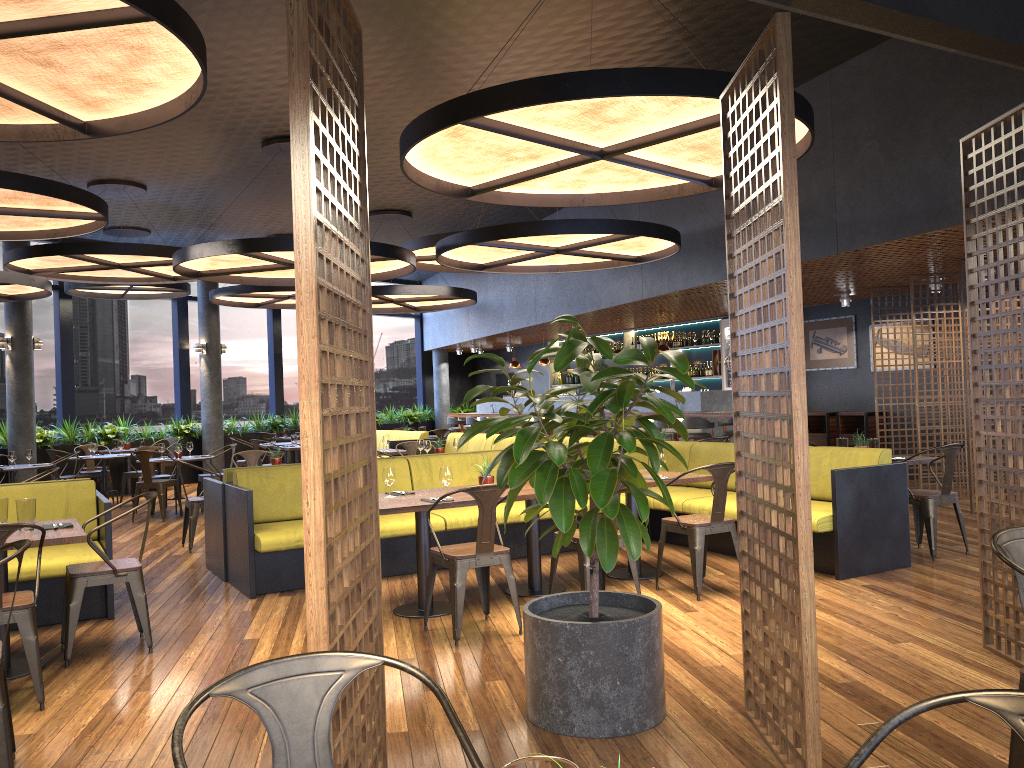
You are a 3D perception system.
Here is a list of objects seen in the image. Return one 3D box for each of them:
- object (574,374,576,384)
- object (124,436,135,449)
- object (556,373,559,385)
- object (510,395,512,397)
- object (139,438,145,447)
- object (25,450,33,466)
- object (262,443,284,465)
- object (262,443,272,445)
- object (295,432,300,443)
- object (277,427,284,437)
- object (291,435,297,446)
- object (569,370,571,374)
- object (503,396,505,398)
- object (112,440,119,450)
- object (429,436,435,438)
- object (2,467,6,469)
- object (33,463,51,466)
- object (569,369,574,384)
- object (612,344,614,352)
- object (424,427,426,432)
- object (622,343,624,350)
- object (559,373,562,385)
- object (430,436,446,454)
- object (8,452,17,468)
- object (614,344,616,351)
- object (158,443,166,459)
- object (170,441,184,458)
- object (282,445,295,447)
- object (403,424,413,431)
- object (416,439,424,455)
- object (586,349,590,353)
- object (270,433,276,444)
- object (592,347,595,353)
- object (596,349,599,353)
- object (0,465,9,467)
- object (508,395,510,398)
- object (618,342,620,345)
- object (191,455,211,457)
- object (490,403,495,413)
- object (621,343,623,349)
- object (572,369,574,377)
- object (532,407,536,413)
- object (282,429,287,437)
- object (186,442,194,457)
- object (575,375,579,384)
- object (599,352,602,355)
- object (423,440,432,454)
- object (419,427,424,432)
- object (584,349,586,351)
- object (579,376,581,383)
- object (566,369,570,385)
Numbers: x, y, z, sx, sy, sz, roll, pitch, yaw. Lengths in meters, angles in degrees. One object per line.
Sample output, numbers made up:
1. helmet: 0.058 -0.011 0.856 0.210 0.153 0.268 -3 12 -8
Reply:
1. object: 1.438 -0.166 19.964 0.094 0.340 0.094 -2 -1 -7
2. object: -6.662 0.998 15.374 0.260 0.271 0.238 -2 -1 -14
3. object: 1.067 -0.111 20.547 0.079 0.281 0.079 -2 -1 -11
4. object: -0.019 0.285 19.841 0.042 0.059 0.042 -2 -1 -32
5. object: -6.432 1.036 15.424 0.102 0.178 0.102 -1 -1 -38
6. object: -6.310 0.962 11.592 0.097 0.206 0.097 -1 -1 -40
7. object: -2.488 0.749 9.327 0.260 0.271 0.238 -2 -1 6
8. object: -4.201 1.030 15.250 0.157 0.019 0.255 -2 -1 -30
9. object: -3.724 0.935 15.428 0.102 0.178 0.102 -3 -1 36
10. object: -4.804 0.977 18.569 0.260 0.271 0.238 -2 -1 -28
11. object: -3.511 0.910 14.293 0.102 0.178 0.102 -2 -1 -24
12. object: 1.317 -0.159 20.136 0.094 0.340 0.094 -2 -1 6
13. object: -0.183 0.290 19.743 0.042 0.059 0.042 -2 -1 -32
14. object: -6.815 1.048 15.243 0.102 0.178 0.102 -3 -1 42
15. object: -1.482 0.935 15.660 0.255 0.019 0.157 -2 -1 -30
16. object: -6.429 1.052 11.056 0.157 0.019 0.255 -2 -1 13
17. object: -6.141 1.049 11.537 0.255 0.019 0.157 -2 -1 -31
18. object: 1.335 -0.162 19.936 0.094 0.340 0.094 -2 -1 -16
19. object: 2.157 -0.732 18.688 0.088 0.224 0.088 -2 -1 -35
20. object: -1.619 0.868 16.198 0.102 0.178 0.102 -2 -1 6
21. object: 2.302 -0.745 18.215 0.088 0.224 0.088 -2 -1 -15
22. object: 1.114 -0.114 20.469 0.079 0.281 0.079 -2 -1 -26
23. object: -0.822 0.699 10.110 0.238 0.271 0.260 -2 -1 -8
24. object: -6.278 0.954 11.139 0.097 0.206 0.097 -2 -1 -14
25. object: 2.152 -0.749 18.488 0.063 0.254 0.063 -2 -1 18
26. object: -4.747 0.910 12.018 0.097 0.206 0.097 -2 -1 12
27. object: -4.506 0.865 11.986 0.260 0.271 0.238 -2 -1 9
28. object: -3.565 0.989 14.127 0.157 0.019 0.255 -2 -1 -30
29. object: -1.881 0.826 15.820 0.238 0.271 0.260 -2 -1 -24
30. object: -1.061 0.746 10.286 0.097 0.206 0.097 -2 -1 -5
31. object: 1.658 -0.730 19.326 0.083 0.301 0.083 -2 -1 -22
32. object: -4.147 0.951 15.416 0.102 0.178 0.102 -3 -1 36
33. object: 1.758 -0.725 19.126 0.063 0.254 0.063 -3 -1 43
34. object: 1.840 -0.729 19.040 0.063 0.254 0.063 -3 -1 33
35. object: -6.675 1.069 11.575 0.255 0.019 0.157 -3 -1 39
36. object: -0.063 0.287 19.817 0.042 0.059 0.042 -2 -1 -32
37. object: 2.236 -0.752 18.521 0.063 0.254 0.063 -2 -1 -2
38. object: -4.251 0.987 12.115 0.255 0.019 0.157 -2 -1 -31
39. object: -0.427 0.514 18.895 0.114 0.203 0.069 -2 -1 18
40. object: 2.290 -0.739 18.368 0.068 0.217 0.068 -2 -1 -25
41. object: 1.375 -0.162 20.046 0.094 0.340 0.094 -2 -1 -24
42. object: 0.440 0.459 17.390 0.114 0.203 0.069 -2 -1 21
43. object: -4.681 1.015 18.283 0.102 0.178 0.102 -3 -1 42
44. object: -4.420 0.900 12.170 0.097 0.206 0.097 -3 -1 32
45. object: 1.448 -0.169 19.758 0.094 0.340 0.094 -2 -1 10
46. object: 1.885 -0.733 18.924 0.063 0.254 0.063 -2 -1 -12
47. object: -0.948 0.736 9.919 0.097 0.206 0.097 -2 -1 9
48. object: -1.608 0.861 15.773 0.102 0.178 0.102 -1 -1 -44
49. object: 1.596 -0.744 19.425 0.085 0.310 0.086 -2 -1 4
50. object: 1.549 -0.173 19.789 0.094 0.340 0.094 -2 -1 -7
51. object: 1.275 -0.159 20.015 0.094 0.340 0.094 -2 -1 -7
